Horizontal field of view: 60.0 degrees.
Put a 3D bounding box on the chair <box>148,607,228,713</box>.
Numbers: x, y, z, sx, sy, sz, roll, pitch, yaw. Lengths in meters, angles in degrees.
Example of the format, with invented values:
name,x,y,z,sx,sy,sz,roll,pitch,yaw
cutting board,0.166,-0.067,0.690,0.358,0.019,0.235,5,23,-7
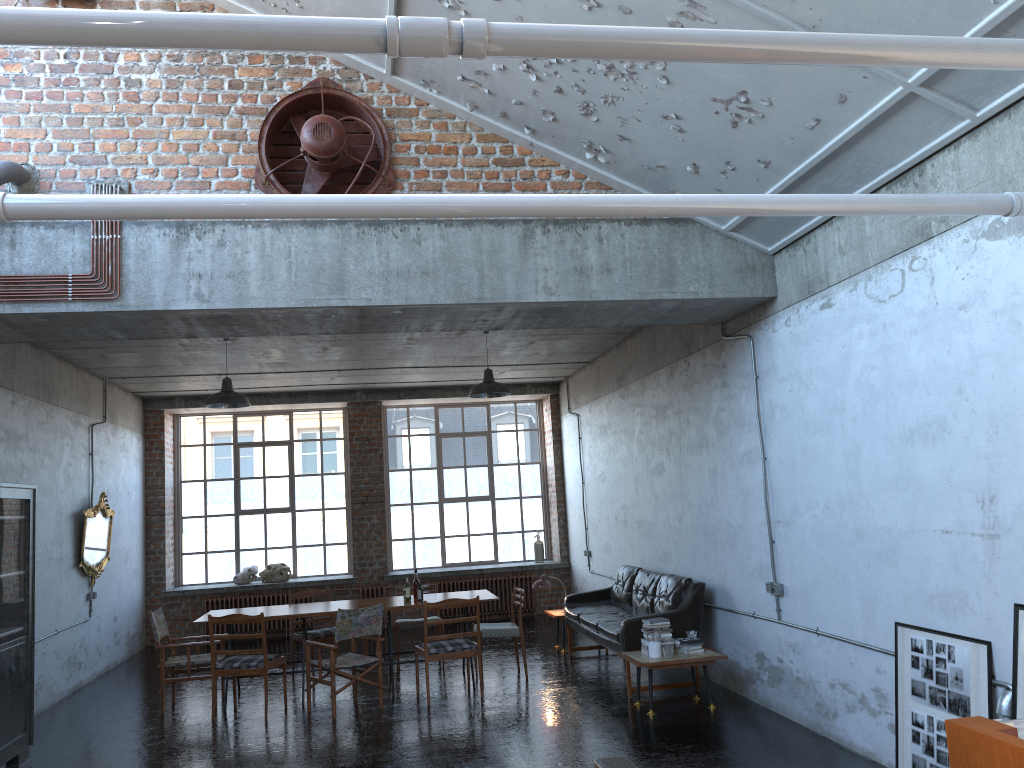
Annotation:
name,x,y,z,sx,sy,sz,roll,pitch,yaw
chair,-3.380,2.857,9.287,0.713,1.031,0.574,-2,-8,-10

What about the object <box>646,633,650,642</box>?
name,x,y,z,sx,sy,sz,roll,pitch,yaw
object,1.233,2.328,7.936,0.046,0.202,0.023,-7,-8,26

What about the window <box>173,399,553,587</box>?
name,x,y,z,sx,sy,sz,roll,pitch,yaw
window,1.730,3.333,16.178,19.864,12.900,0.747,-2,-8,-10

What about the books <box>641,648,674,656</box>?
name,x,y,z,sx,sy,sz,roll,pitch,yaw
books,1.325,2.435,8.080,0.248,0.043,0.192,-2,-8,-10

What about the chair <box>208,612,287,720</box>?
name,x,y,z,sx,sy,sz,roll,pitch,yaw
chair,-2.589,2.747,8.713,0.573,1.028,0.509,-5,-8,10

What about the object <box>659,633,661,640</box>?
name,x,y,z,sx,sy,sz,roll,pitch,yaw
object,1.312,2.311,7.927,0.062,0.169,0.009,-2,-8,-10

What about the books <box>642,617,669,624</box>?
name,x,y,z,sx,sy,sz,roll,pitch,yaw
books,1.316,2.170,8.138,0.201,0.024,0.159,-1,-8,-20

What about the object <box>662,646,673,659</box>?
name,x,y,z,sx,sy,sz,roll,pitch,yaw
object,1.372,2.365,7.803,0.092,0.099,0.092,1,-9,-32

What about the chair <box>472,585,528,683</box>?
name,x,y,z,sx,sy,sz,roll,pitch,yaw
chair,-0.130,2.767,9.844,0.577,0.971,0.589,-2,-8,-10

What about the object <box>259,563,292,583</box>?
name,x,y,z,sx,sy,sz,roll,pitch,yaw
object,-3.885,3.082,14.472,0.418,0.305,0.625,2,-9,-36

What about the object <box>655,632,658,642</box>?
name,x,y,z,sx,sy,sz,roll,pitch,yaw
object,1.294,2.327,7.954,0.023,0.204,0.037,-8,-9,29

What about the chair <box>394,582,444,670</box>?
name,x,y,z,sx,sy,sz,roll,pitch,yaw
chair,-1.152,2.968,10.895,0.589,0.971,0.577,-2,-8,-10

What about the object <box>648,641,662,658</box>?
name,x,y,z,sx,sy,sz,roll,pitch,yaw
object,1.274,2.368,7.909,0.110,0.137,0.110,-2,-8,-10

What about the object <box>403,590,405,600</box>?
name,x,y,z,sx,sy,sz,roll,pitch,yaw
object,-1.168,2.306,9.844,0.077,0.173,0.077,0,-8,-24

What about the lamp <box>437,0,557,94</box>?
name,x,y,z,sx,sy,sz,roll,pitch,yaw
lamp,-0.384,-1.716,3.874,0.945,2.025,5.320,-5,-8,9

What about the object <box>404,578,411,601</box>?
name,x,y,z,sx,sy,sz,roll,pitch,yaw
object,-1.147,2.254,9.737,0.070,0.235,0.041,-2,-8,-10

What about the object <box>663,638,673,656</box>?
name,x,y,z,sx,sy,sz,roll,pitch,yaw
object,1.402,2.351,7.916,0.087,0.155,0.087,2,-9,-37

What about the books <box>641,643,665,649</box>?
name,x,y,z,sx,sy,sz,roll,pitch,yaw
books,1.324,2.379,8.087,0.249,0.023,0.175,-2,-8,-9

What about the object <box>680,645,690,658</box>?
name,x,y,z,sx,sy,sz,roll,pitch,yaw
object,1.532,2.359,7.830,0.092,0.099,0.092,1,-9,-32

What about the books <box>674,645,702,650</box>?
name,x,y,z,sx,sy,sz,roll,pitch,yaw
books,1.592,2.395,8.089,0.166,0.024,0.227,1,-9,-30

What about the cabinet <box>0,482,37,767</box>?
name,x,y,z,sx,sy,sz,roll,pitch,yaw
cabinet,-4.207,1.870,6.459,0.572,2.297,2.386,-2,-8,-10

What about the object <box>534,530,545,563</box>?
name,x,y,z,sx,sy,sz,roll,pitch,yaw
object,0.464,2.810,15.332,0.172,0.551,0.172,-9,-9,34

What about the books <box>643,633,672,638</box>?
name,x,y,z,sx,sy,sz,roll,pitch,yaw
books,1.331,2.297,8.118,0.224,0.021,0.158,-2,-8,-10

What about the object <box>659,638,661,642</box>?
name,x,y,z,sx,sy,sz,roll,pitch,yaw
object,1.299,2.343,7.905,0.068,0.159,0.009,-4,-8,3

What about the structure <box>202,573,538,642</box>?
name,x,y,z,sx,sy,sz,roll,pitch,yaw
structure,-2.216,3.600,14.299,5.349,0.713,0.232,-2,-8,-10

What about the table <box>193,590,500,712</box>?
name,x,y,z,sx,sy,sz,roll,pitch,yaw
table,-1.723,2.855,9.598,3.112,0.917,1.067,-2,-8,-10

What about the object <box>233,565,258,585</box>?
name,x,y,z,sx,sy,sz,roll,pitch,yaw
object,-4.337,3.118,14.457,0.281,0.281,0.575,-6,-8,16

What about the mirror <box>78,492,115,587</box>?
name,x,y,z,sx,sy,sz,roll,pitch,yaw
mirror,-5.241,1.964,11.248,0.172,1.182,1.339,-2,-8,-10

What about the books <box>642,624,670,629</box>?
name,x,y,z,sx,sy,sz,roll,pitch,yaw
books,1.324,2.213,8.134,0.209,0.023,0.167,-1,-8,-16

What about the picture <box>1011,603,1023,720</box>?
name,x,y,z,sx,sy,sz,roll,pitch,yaw
picture,2.675,1.684,4.046,0.233,1.215,1.095,-2,-8,-10

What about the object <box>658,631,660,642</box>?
name,x,y,z,sx,sy,sz,roll,pitch,yaw
object,1.310,2.305,7.941,0.052,0.185,0.009,-2,-8,-8

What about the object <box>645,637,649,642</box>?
name,x,y,z,sx,sy,sz,roll,pitch,yaw
object,1.250,2.335,7.923,0.137,0.190,0.009,-3,-8,-7

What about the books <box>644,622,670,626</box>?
name,x,y,z,sx,sy,sz,roll,pitch,yaw
books,1.324,2.190,8.127,0.205,0.020,0.155,-2,-8,-10

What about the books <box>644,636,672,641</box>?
name,x,y,z,sx,sy,sz,roll,pitch,yaw
books,1.334,2.316,8.111,0.221,0.023,0.147,-2,-8,-10

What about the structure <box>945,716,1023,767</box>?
name,x,y,z,sx,sy,sz,roll,pitch,yaw
structure,2.507,1.624,1.888,1.272,1.221,2.942,-2,-8,-10

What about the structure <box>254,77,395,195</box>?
name,x,y,z,sx,sy,sz,roll,pitch,yaw
structure,-1.461,-1.843,6.926,1.058,1.096,0.808,-2,-8,-10

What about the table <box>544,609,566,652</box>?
name,x,y,z,sx,sy,sz,roll,pitch,yaw
table,0.886,3.147,11.382,0.811,0.458,0.649,-2,-8,-10

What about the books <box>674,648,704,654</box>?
name,x,y,z,sx,sy,sz,roll,pitch,yaw
books,1.603,2.422,8.082,0.179,0.034,0.243,0,-8,-26

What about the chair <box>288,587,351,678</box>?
name,x,y,z,sx,sy,sz,roll,pitch,yaw
chair,-2.265,2.971,10.546,0.573,1.028,0.509,4,-11,-45

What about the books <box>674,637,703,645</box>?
name,x,y,z,sx,sy,sz,roll,pitch,yaw
books,1.593,2.344,8.092,0.225,0.029,0.179,-1,-8,-18

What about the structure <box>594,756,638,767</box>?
name,x,y,z,sx,sy,sz,roll,pitch,yaw
structure,0.817,1.517,0.317,0.119,1.221,5.500,-2,-8,-10

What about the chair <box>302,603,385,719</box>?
name,x,y,z,sx,sy,sz,roll,pitch,yaw
chair,-1.616,2.665,8.629,0.574,1.031,0.713,3,-10,-39

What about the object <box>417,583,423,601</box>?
name,x,y,z,sx,sy,sz,roll,pitch,yaw
object,-1.002,2.267,9.669,0.051,0.180,0.097,2,-10,-38

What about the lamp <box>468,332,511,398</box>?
name,x,y,z,sx,sy,sz,roll,pitch,yaw
lamp,-0.288,-0.305,10.419,0.502,0.891,0.502,-3,-8,-5

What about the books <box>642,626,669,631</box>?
name,x,y,z,sx,sy,sz,roll,pitch,yaw
books,1.313,2.234,8.119,0.231,0.023,0.162,-4,-8,6

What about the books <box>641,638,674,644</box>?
name,x,y,z,sx,sy,sz,roll,pitch,yaw
books,1.328,2.341,8.110,0.245,0.028,0.193,-1,-8,-15

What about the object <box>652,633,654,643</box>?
name,x,y,z,sx,sy,sz,roll,pitch,yaw
object,1.272,2.320,7.958,0.009,0.167,0.061,-4,-8,3

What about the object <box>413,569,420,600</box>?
name,x,y,z,sx,sy,sz,roll,pitch,yaw
object,-1.056,2.214,9.798,0.075,0.324,0.075,-6,-8,15

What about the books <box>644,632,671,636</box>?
name,x,y,z,sx,sy,sz,roll,pitch,yaw
books,1.329,2.274,8.115,0.205,0.022,0.155,-1,-8,-15

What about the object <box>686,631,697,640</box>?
name,x,y,z,sx,sy,sz,roll,pitch,yaw
object,1.639,2.291,8.084,0.103,0.068,0.103,2,-9,-37

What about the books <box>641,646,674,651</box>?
name,x,y,z,sx,sy,sz,roll,pitch,yaw
books,1.326,2.402,8.084,0.249,0.023,0.175,-2,-8,-14

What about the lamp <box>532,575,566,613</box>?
name,x,y,z,sx,sy,sz,roll,pitch,yaw
lamp,0.505,2.693,11.367,0.496,0.492,0.220,-1,-8,-18

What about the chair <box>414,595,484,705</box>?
name,x,y,z,sx,sy,sz,roll,pitch,yaw
chair,-0.647,2.660,8.925,0.573,1.028,0.509,-1,-8,-20

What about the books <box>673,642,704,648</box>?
name,x,y,z,sx,sy,sz,roll,pitch,yaw
books,1.603,2.371,8.096,0.243,0.024,0.175,-2,-8,-14

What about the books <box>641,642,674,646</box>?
name,x,y,z,sx,sy,sz,roll,pitch,yaw
books,1.330,2.362,8.106,0.255,0.014,0.192,-3,-8,-7

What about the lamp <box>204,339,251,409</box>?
name,x,y,z,sx,sy,sz,roll,pitch,yaw
lamp,-3.192,-0.196,9.927,0.502,0.891,0.502,-3,-8,-5

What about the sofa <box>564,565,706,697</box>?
name,x,y,z,sx,sy,sz,roll,pitch,yaw
sofa,1.272,2.600,9.757,0.929,1.045,2.610,-2,-8,-10

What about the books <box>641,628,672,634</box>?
name,x,y,z,sx,sy,sz,roll,pitch,yaw
books,1.323,2.254,8.117,0.244,0.019,0.174,-2,-8,-10

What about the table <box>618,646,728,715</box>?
name,x,y,z,sx,sy,sz,roll,pitch,yaw
table,1.447,2.660,7.967,0.811,0.458,0.649,-2,-8,-10

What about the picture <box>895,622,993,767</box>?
name,x,y,z,sx,sy,sz,roll,pitch,yaw
picture,2.528,1.971,5.236,0.135,0.994,0.889,-2,-8,-10
